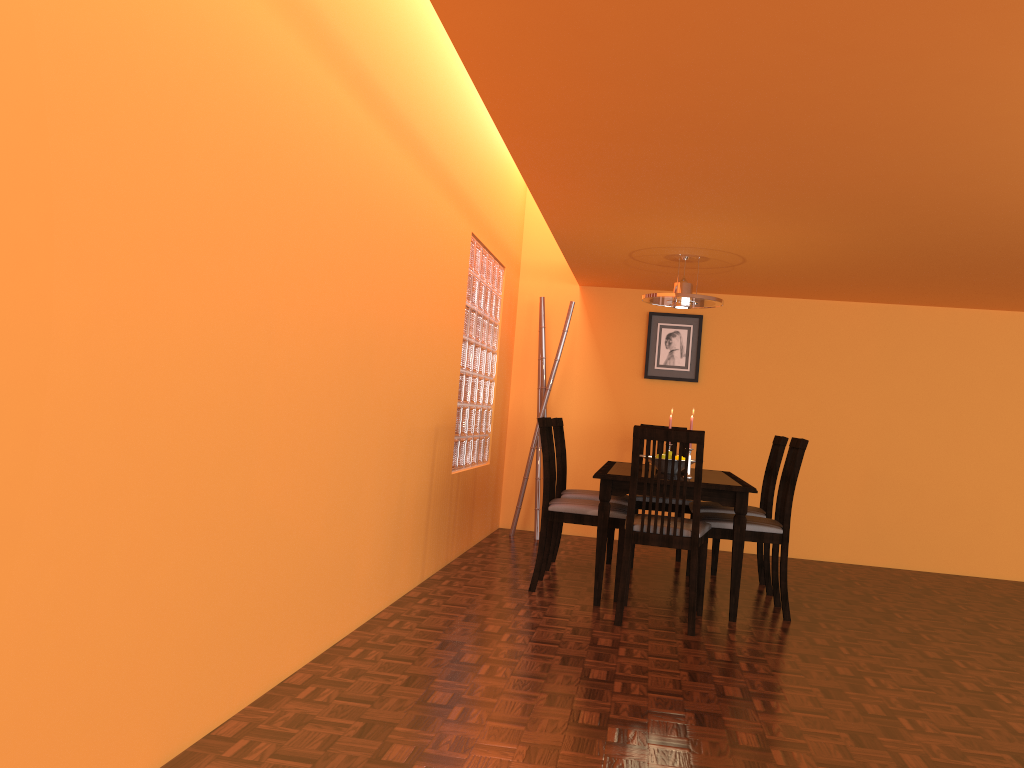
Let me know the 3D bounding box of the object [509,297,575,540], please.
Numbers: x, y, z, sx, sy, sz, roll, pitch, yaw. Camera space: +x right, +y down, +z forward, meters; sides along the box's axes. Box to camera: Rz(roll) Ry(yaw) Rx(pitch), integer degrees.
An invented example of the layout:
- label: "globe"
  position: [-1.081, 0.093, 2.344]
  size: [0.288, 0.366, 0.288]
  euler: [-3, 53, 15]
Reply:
- label: "object"
  position: [0.208, 0.226, 5.862]
  size: [0.308, 1.589, 0.226]
  euler: [4, -2, 31]

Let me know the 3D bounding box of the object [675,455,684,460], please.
- label: "object"
  position: [0.806, 0.366, 4.284]
  size: [0.046, 0.046, 0.055]
  euler: [5, -2, -8]

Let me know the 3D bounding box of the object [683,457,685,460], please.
- label: "object"
  position: [0.834, 0.381, 4.325]
  size: [0.055, 0.046, 0.046]
  euler: [6, -2, -28]

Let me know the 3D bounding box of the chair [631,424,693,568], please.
- label: "chair"
  position: [0.870, 0.647, 5.140]
  size: [0.373, 0.809, 0.465]
  euler: [5, -2, 4]

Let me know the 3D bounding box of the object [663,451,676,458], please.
- label: "object"
  position: [0.786, 0.369, 4.448]
  size: [0.069, 0.066, 0.069]
  euler: [4, -2, 19]

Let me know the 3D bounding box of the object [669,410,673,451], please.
- label: "object"
  position: [0.826, 0.286, 4.656]
  size: [0.044, 0.326, 0.044]
  euler: [5, -2, -2]

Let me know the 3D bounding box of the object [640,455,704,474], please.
- label: "object"
  position: [0.775, 0.401, 4.375]
  size: [0.337, 0.072, 0.337]
  euler: [5, -2, -25]

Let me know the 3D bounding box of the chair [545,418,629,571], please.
- label: "chair"
  position: [0.415, 0.599, 4.764]
  size: [0.465, 0.809, 0.373]
  euler: [4, -2, 9]

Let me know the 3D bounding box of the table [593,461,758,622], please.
- label: "table"
  position: [0.767, 0.731, 4.404]
  size: [0.697, 0.584, 1.259]
  euler: [4, -2, 9]

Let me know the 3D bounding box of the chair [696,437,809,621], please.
- label: "chair"
  position: [1.081, 0.634, 4.073]
  size: [0.465, 0.809, 0.373]
  euler: [4, -2, 9]

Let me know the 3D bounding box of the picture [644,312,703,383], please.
- label: "picture"
  position: [1.092, -0.250, 5.998]
  size: [0.361, 0.456, 0.014]
  euler: [4, -2, 9]

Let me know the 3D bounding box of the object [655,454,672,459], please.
- label: "object"
  position: [0.742, 0.383, 4.353]
  size: [0.089, 0.076, 0.087]
  euler: [4, -2, 15]

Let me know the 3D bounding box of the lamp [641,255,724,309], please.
- label: "lamp"
  position: [0.921, -0.545, 4.757]
  size: [0.435, 0.274, 0.435]
  euler: [4, -2, 31]

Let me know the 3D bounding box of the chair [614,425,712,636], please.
- label: "chair"
  position: [0.637, 0.586, 3.697]
  size: [0.373, 0.809, 0.465]
  euler: [4, -2, 14]

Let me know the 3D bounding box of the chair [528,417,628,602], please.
- label: "chair"
  position: [0.326, 0.576, 4.194]
  size: [0.465, 0.809, 0.373]
  euler: [4, -2, 9]

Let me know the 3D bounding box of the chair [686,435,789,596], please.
- label: "chair"
  position: [1.169, 0.657, 4.643]
  size: [0.465, 0.809, 0.373]
  euler: [4, -2, 9]

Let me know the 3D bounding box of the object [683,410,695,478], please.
- label: "object"
  position: [0.825, 0.270, 4.108]
  size: [0.044, 0.326, 0.044]
  euler: [5, -2, -2]
